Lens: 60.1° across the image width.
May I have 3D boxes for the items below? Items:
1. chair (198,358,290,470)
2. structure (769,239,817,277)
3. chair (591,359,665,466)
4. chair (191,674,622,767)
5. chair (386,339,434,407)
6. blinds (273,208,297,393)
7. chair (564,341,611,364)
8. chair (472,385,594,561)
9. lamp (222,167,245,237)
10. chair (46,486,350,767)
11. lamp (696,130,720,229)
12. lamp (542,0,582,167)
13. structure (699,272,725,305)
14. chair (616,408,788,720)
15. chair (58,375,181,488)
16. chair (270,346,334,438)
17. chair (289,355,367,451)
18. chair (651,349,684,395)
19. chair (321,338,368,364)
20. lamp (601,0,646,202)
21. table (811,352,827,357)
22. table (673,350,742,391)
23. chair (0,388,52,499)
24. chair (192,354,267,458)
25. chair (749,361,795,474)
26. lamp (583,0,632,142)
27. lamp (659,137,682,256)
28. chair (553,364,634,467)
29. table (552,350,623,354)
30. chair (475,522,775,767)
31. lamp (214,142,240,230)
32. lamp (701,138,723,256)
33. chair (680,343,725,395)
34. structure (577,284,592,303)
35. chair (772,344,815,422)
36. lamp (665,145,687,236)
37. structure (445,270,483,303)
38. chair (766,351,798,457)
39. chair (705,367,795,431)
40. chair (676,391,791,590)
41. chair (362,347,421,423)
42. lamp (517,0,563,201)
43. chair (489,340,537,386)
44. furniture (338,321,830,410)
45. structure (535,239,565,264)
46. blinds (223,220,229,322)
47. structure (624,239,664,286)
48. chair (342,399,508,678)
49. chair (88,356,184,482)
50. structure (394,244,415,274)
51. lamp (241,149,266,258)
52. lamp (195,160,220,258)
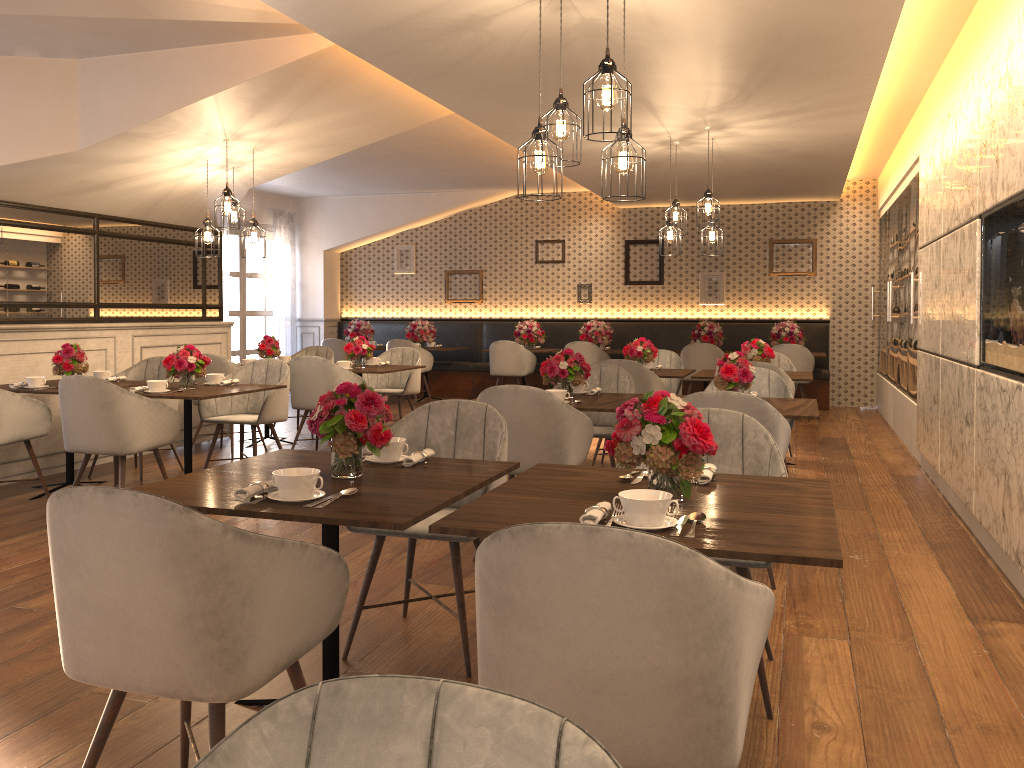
[{"bbox_3d":[-1.873,0.265,6.319,0.565,0.871,0.527,1,2,18],"label":"chair"},{"bbox_3d":[3.663,-1.649,11.557,0.601,0.485,0.032,1,2,18],"label":"structure"},{"bbox_3d":[0.864,0.231,6.786,0.565,0.871,0.527,1,2,18],"label":"chair"},{"bbox_3d":[-0.144,0.729,0.587,0.565,0.871,0.527,1,2,18],"label":"chair"},{"bbox_3d":[-1.361,-0.157,11.564,0.565,0.871,0.527,1,2,18],"label":"chair"},{"bbox_3d":[-3.334,-1.199,12.997,0.134,2.695,0.619,1,2,19],"label":"blinds"},{"bbox_3d":[0.896,-0.094,10.824,0.565,0.871,0.527,1,2,18],"label":"chair"},{"bbox_3d":[0.092,0.419,4.432,0.565,0.871,0.527,1,2,18],"label":"chair"},{"bbox_3d":[-2.242,-2.227,7.113,0.175,2.068,0.175,1,1,20],"label":"lamp"},{"bbox_3d":[-0.712,0.616,1.983,0.565,0.871,0.527,1,2,18],"label":"chair"},{"bbox_3d":[1.545,-2.259,6.945,0.175,2.068,0.175,1,1,20],"label":"lamp"},{"bbox_3d":[0.220,-2.019,3.948,0.175,2.068,0.175,1,1,20],"label":"lamp"},{"bbox_3d":[2.688,-1.281,11.885,0.340,0.439,0.034,1,1,18],"label":"structure"},{"bbox_3d":[0.628,0.540,2.941,0.565,0.871,0.527,1,2,18],"label":"chair"},{"bbox_3d":[-2.257,0.367,5.047,0.565,0.871,0.527,1,2,18],"label":"chair"},{"bbox_3d":[-2.060,0.063,8.825,0.565,0.871,0.527,1,2,18],"label":"chair"},{"bbox_3d":[-1.533,0.190,7.255,0.565,0.871,0.527,1,2,18],"label":"chair"},{"bbox_3d":[1.292,0.130,8.043,0.565,0.871,0.527,1,2,18],"label":"chair"},{"bbox_3d":[-2.272,-0.182,11.863,0.565,0.871,0.527,1,2,18],"label":"chair"},{"bbox_3d":[0.466,-1.802,3.659,0.175,2.068,0.175,1,1,20],"label":"lamp"},{"bbox_3d":[3.326,-0.008,10.736,0.896,0.720,0.898,1,3,18],"label":"table"},{"bbox_3d":[2.415,-0.034,11.034,0.896,0.720,0.898,1,3,18],"label":"table"},{"bbox_3d":[-3.169,0.342,5.346,0.565,0.871,0.527,1,2,18],"label":"chair"},{"bbox_3d":[-2.445,0.165,7.554,0.565,0.871,0.527,1,2,18],"label":"chair"},{"bbox_3d":[1.775,0.256,6.487,0.565,0.871,0.527,1,2,18],"label":"chair"},{"bbox_3d":[0.364,-1.970,3.342,0.175,2.068,0.175,1,1,20],"label":"lamp"},{"bbox_3d":[1.299,-2.089,7.243,0.175,2.068,0.175,1,1,20],"label":"lamp"},{"bbox_3d":[0.520,0.319,5.689,0.565,0.871,0.527,1,2,18],"label":"chair"},{"bbox_3d":[1.069,-0.071,11.476,0.896,0.720,0.898,1,3,18],"label":"table"},{"bbox_3d":[0.200,0.641,1.684,0.565,0.871,0.527,1,2,18],"label":"chair"},{"bbox_3d":[-2.098,-2.179,6.508,0.175,2.068,0.175,1,1,20],"label":"lamp"},{"bbox_3d":[1.648,-2.090,7.262,0.175,2.068,0.175,1,1,20],"label":"lamp"},{"bbox_3d":[2.242,-0.057,10.383,0.565,0.871,0.527,1,2,18],"label":"chair"},{"bbox_3d":[1.022,-1.270,12.441,0.216,0.277,0.018,1,1,18],"label":"structure"},{"bbox_3d":[3.154,-0.032,10.084,0.565,0.871,0.527,1,2,18],"label":"chair"},{"bbox_3d":[1.402,-2.308,7.551,0.175,2.068,0.175,1,1,20],"label":"lamp"},{"bbox_3d":[-0.707,-1.429,12.997,0.601,0.485,0.032,1,2,18],"label":"structure"},{"bbox_3d":[2.203,0.155,7.744,0.565,0.871,0.527,1,2,18],"label":"chair"},{"bbox_3d":[1.431,0.344,5.390,0.565,0.871,0.527,1,2,18],"label":"chair"},{"bbox_3d":[1.003,0.445,4.133,0.565,0.871,0.527,1,2,18],"label":"chair"},{"bbox_3d":[-1.149,0.088,8.526,0.565,0.871,0.527,1,2,18],"label":"chair"},{"bbox_3d":[0.117,-1.801,3.640,0.175,2.068,0.175,1,1,20],"label":"lamp"},{"bbox_3d":[-0.015,-0.119,11.123,0.565,0.871,0.527,1,2,18],"label":"chair"},{"bbox_3d":[0.645,-0.317,12.281,7.089,1.080,0.542,2,2,18],"label":"furniture"},{"bbox_3d":[0.543,-1.880,12.587,0.449,0.344,0.016,1,2,18],"label":"structure"},{"bbox_3d":[-3.860,-1.073,11.426,0.134,2.695,0.688,1,2,18],"label":"blinds"},{"bbox_3d":[1.817,-1.668,12.170,0.544,0.631,0.035,1,1,18],"label":"structure"},{"bbox_3d":[-0.284,0.515,3.240,0.565,0.871,0.527,1,2,18],"label":"chair"},{"bbox_3d":[-2.785,0.240,6.618,0.565,0.871,0.527,1,2,18],"label":"chair"},{"bbox_3d":[-1.610,-1.871,13.284,0.340,0.439,0.034,1,1,18],"label":"structure"},{"bbox_3d":[-1.996,-2.010,6.824,0.175,2.068,0.175,1,1,20],"label":"lamp"},{"bbox_3d":[-2.344,-2.009,6.805,0.175,2.068,0.175,1,1,20],"label":"lamp"}]
